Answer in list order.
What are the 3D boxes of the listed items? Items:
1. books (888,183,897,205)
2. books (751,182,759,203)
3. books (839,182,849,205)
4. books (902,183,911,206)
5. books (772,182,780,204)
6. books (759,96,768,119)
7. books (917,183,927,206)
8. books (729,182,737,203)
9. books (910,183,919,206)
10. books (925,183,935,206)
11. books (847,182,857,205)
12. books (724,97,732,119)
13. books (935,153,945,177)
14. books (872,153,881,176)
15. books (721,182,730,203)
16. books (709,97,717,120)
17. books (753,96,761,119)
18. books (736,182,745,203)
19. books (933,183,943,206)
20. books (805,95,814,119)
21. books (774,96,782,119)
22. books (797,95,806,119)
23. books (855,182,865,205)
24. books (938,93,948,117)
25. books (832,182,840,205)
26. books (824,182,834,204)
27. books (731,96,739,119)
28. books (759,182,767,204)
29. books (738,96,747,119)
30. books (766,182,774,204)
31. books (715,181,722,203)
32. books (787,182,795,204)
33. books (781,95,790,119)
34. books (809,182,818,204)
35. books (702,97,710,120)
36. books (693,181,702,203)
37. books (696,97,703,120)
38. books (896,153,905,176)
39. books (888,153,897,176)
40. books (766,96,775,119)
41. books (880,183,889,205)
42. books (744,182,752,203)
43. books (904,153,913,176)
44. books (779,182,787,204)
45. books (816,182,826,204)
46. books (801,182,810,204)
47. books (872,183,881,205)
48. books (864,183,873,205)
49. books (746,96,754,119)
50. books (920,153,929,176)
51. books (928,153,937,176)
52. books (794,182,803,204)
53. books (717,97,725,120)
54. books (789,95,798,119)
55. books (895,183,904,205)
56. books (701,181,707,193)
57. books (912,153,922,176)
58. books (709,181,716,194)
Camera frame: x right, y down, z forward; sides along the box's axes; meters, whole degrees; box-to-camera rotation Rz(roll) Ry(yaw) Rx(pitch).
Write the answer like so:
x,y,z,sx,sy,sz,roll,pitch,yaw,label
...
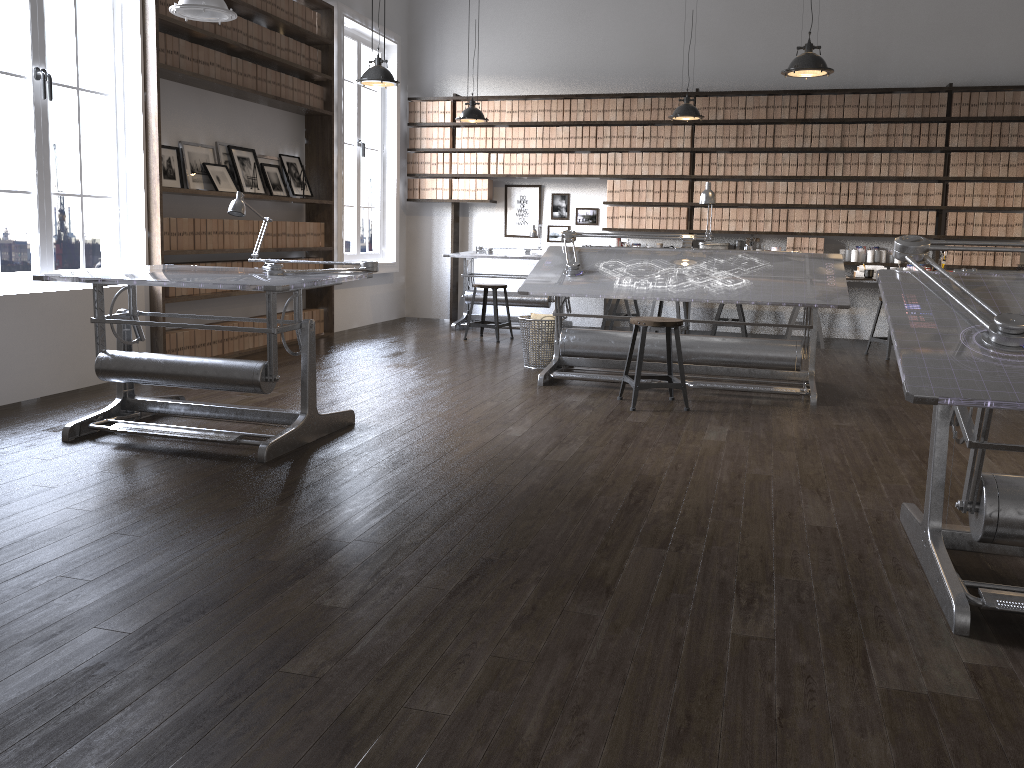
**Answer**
x,y,z,sx,sy,sz,roll,pitch,yaw,label
3.650,-1.820,8.528,0.067,0.224,0.175,3,8,16,books
2.438,-1.908,8.877,0.067,0.224,0.175,3,8,16,books
3.240,-1.850,8.651,0.067,0.224,0.175,3,8,16,books
3.776,-1.811,8.496,0.067,0.224,0.175,3,8,16,books
2.635,-1.894,8.820,0.067,0.224,0.175,3,8,16,books
2.489,-2.723,8.764,0.067,0.224,0.175,3,8,16,books
3.908,-1.802,8.461,0.067,0.224,0.175,3,8,16,books
2.228,-1.923,8.932,0.067,0.224,0.175,3,8,16,books
3.839,-1.806,8.476,0.067,0.224,0.175,3,8,16,books
3.975,-1.797,8.444,0.067,0.224,0.175,3,8,16,books
3.309,-1.845,8.626,0.067,0.224,0.175,3,8,16,books
2.162,-2.748,8.863,0.067,0.224,0.175,3,8,16,books
4.041,-2.066,8.392,0.067,0.224,0.175,3,8,16,books
3.508,-2.104,8.540,0.067,0.224,0.175,3,8,16,books
2.158,-1.929,8.957,0.067,0.224,0.175,3,8,16,books
2.023,-2.757,8.895,0.067,0.224,0.175,3,8,16,books
2.426,-2.729,8.786,0.067,0.224,0.175,3,8,16,books
2.302,-1.918,8.917,0.067,0.224,0.175,3,8,16,books
4.036,-1.792,8.419,0.067,0.224,0.175,3,8,16,books
2.903,-2.694,8.653,0.067,0.224,0.175,3,8,16,books
2.623,-2.715,8.732,0.067,0.224,0.175,3,8,16,books
2.830,-2.699,8.668,0.067,0.224,0.175,3,8,16,books
3.383,-1.840,8.611,0.067,0.224,0.175,3,8,16,books
4.037,-2.611,8.327,0.067,0.224,0.175,3,8,16,books
3.166,-1.855,8.669,0.067,0.224,0.175,3,8,16,books
3.104,-1.859,8.682,0.067,0.224,0.175,3,8,16,books
2.228,-2.743,8.842,0.067,0.224,0.175,3,8,16,books
2.506,-1.903,8.858,0.067,0.224,0.175,3,8,16,books
2.295,-2.738,8.820,0.067,0.224,0.175,3,8,16,books
2.569,-1.898,8.834,0.067,0.224,0.175,3,8,16,books
2.095,-1.933,8.972,0.067,0.224,0.175,3,8,16,books
2.764,-1.884,8.780,0.067,0.224,0.175,3,8,16,books
2.690,-2.709,8.708,0.067,0.224,0.175,3,8,16,books
2.966,-1.870,8.725,0.067,0.224,0.175,3,8,16,books
1.953,-2.762,8.915,0.067,0.224,0.175,3,8,16,books
1.895,-1.947,9.028,0.067,0.224,0.175,3,8,16,books
1.894,-2.767,8.936,0.067,0.224,0.175,3,8,16,books
3.713,-2.090,8.486,0.067,0.224,0.175,3,8,16,books
3.646,-2.095,8.504,0.067,0.224,0.175,3,8,16,books
2.555,-2.719,8.751,0.067,0.224,0.175,3,8,16,books
3.587,-1.825,8.552,0.067,0.224,0.175,3,8,16,books
2.369,-1.913,8.893,0.067,0.224,0.175,3,8,16,books
3.779,-2.085,8.464,0.067,0.224,0.175,3,8,16,books
2.695,-1.889,8.802,0.067,0.224,0.175,3,8,16,books
3.035,-1.864,8.702,0.067,0.224,0.175,3,8,16,books
2.900,-1.875,8.748,0.067,0.224,0.175,3,8,16,books
3.519,-1.830,8.572,0.067,0.224,0.175,3,8,16,books
3.450,-1.834,8.587,0.067,0.224,0.175,3,8,16,books
2.365,-2.733,8.802,0.067,0.224,0.175,3,8,16,books
3.912,-2.074,8.423,0.067,0.224,0.175,3,8,16,books
3.974,-2.071,8.410,0.067,0.224,0.175,3,8,16,books
2.832,-1.880,8.765,0.067,0.224,0.175,3,8,16,books
2.094,-2.752,8.878,0.067,0.224,0.175,3,8,16,books
2.760,-2.705,8.694,0.067,0.224,0.175,3,8,16,books
3.716,-1.816,8.515,0.067,0.224,0.175,3,8,16,books
1.963,-1.942,9.005,0.067,0.224,0.175,3,8,16,books
3.848,-2.079,8.441,0.067,0.224,0.175,3,8,16,books
2.033,-1.937,8.985,0.067,0.224,0.175,3,8,16,books
